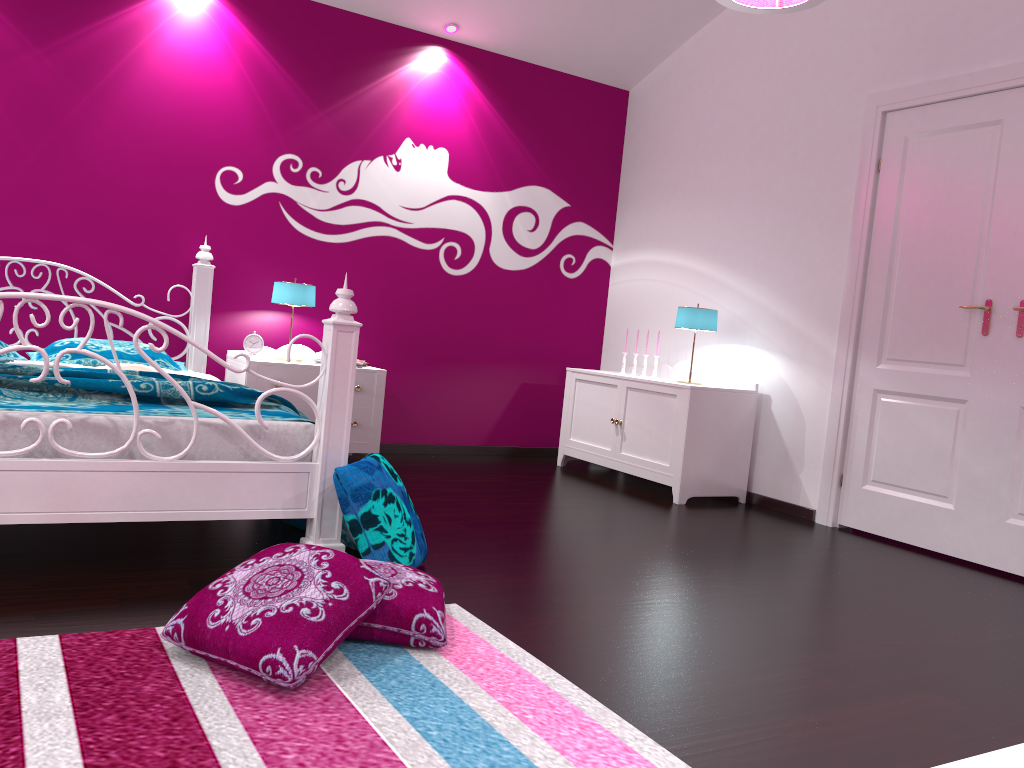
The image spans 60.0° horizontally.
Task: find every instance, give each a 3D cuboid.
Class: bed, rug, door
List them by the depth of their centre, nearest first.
[{"bbox_3d":[-0.707,0.639,1.390,2.100,0.018,1.400,4,4,-31],"label":"rug"},{"bbox_3d":[-1.834,-0.149,3.283,2.167,1.143,2.317,4,4,-31],"label":"bed"},{"bbox_3d":[2.046,-0.239,3.701,0.098,2.001,1.405,4,4,-31],"label":"door"}]

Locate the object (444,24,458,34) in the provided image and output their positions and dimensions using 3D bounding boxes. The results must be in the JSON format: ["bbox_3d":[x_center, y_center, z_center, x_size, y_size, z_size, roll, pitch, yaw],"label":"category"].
[{"bbox_3d":[-0.357,-2.093,5.200,0.080,0.058,0.085,4,4,-31],"label":"object"}]

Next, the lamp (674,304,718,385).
[{"bbox_3d":[0.994,-0.220,4.844,0.229,0.438,0.229,6,3,14],"label":"lamp"}]

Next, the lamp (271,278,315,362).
[{"bbox_3d":[-1.171,-0.343,4.720,0.229,0.438,0.229,6,3,14],"label":"lamp"}]

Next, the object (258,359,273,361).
[{"bbox_3d":[-1.257,-0.122,4.528,0.073,0.003,0.073,7,3,22],"label":"object"}]

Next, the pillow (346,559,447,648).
[{"bbox_3d":[-0.367,0.548,2.294,0.400,0.142,0.429,5,3,-6],"label":"pillow"}]

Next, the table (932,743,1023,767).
[{"bbox_3d":[0.442,0.520,0.356,0.856,0.592,0.526,4,4,-31],"label":"table"}]

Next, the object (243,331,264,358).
[{"bbox_3d":[-1.357,-0.208,4.658,0.106,0.140,0.033,4,4,-28],"label":"object"}]

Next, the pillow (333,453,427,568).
[{"bbox_3d":[-0.403,0.419,2.774,0.264,0.357,0.402,6,3,10],"label":"pillow"}]

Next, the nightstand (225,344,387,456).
[{"bbox_3d":[-1.110,0.107,4.730,0.742,0.616,0.455,4,4,-31],"label":"nightstand"}]

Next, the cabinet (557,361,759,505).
[{"bbox_3d":[0.799,0.214,5.156,0.506,0.734,1.142,4,4,-31],"label":"cabinet"}]

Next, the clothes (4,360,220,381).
[{"bbox_3d":[-1.659,0.102,3.769,1.036,0.376,0.553,3,4,-36],"label":"clothes"}]

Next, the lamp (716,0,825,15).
[{"bbox_3d":[0.041,-1.895,2.356,2.377,1.129,0.377,4,4,-31],"label":"lamp"}]

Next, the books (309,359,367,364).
[{"bbox_3d":[-0.936,-0.122,4.802,0.220,0.007,0.300,6,3,8],"label":"books"}]

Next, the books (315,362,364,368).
[{"bbox_3d":[-0.924,-0.107,4.808,0.220,0.007,0.300,6,3,-1],"label":"books"}]

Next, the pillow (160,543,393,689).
[{"bbox_3d":[-0.529,0.503,2.038,0.425,0.224,0.391,7,4,28],"label":"pillow"}]

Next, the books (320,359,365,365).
[{"bbox_3d":[-0.914,-0.124,4.809,0.221,0.012,0.300,5,3,-7],"label":"books"}]

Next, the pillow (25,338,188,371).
[{"bbox_3d":[-1.888,-0.134,4.187,0.717,0.141,0.401,4,4,-29],"label":"pillow"}]

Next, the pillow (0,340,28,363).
[{"bbox_3d":[-2.317,-0.167,3.664,0.418,0.176,0.404,7,4,27],"label":"pillow"}]

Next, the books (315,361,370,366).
[{"bbox_3d":[-0.917,-0.113,4.817,0.220,0.007,0.300,6,3,5],"label":"books"}]

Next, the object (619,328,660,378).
[{"bbox_3d":[0.767,-0.189,5.283,0.043,0.284,0.285,3,4,-42],"label":"object"}]

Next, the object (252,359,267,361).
[{"bbox_3d":[-1.275,-0.123,4.477,0.073,0.006,0.073,7,3,22],"label":"object"}]
